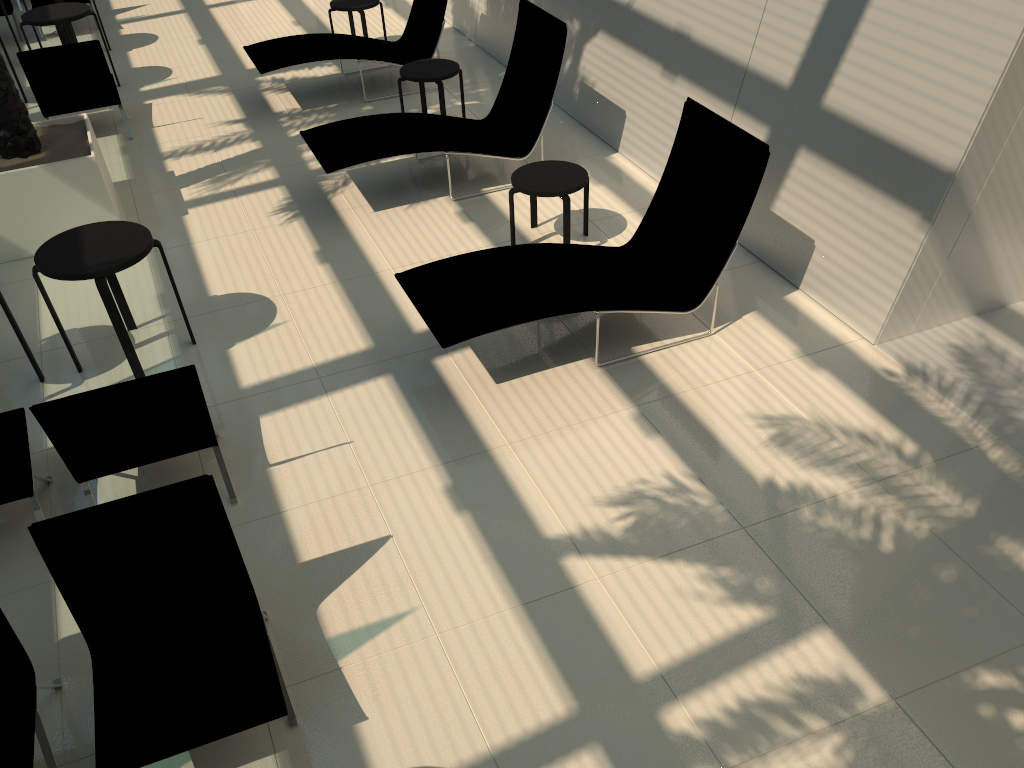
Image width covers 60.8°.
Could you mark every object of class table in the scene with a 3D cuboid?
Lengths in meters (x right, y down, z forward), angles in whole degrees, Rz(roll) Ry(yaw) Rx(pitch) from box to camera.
[{"bbox_3d":[-3.384,-0.251,5.267,0.676,0.848,0.624,8,42,13],"label":"table"},{"bbox_3d":[0.281,-1.277,6.428,0.548,0.562,0.511,11,43,17],"label":"table"},{"bbox_3d":[-5.227,-4.271,10.199,0.673,0.848,0.627,12,43,17],"label":"table"},{"bbox_3d":[-6.121,-4.019,9.968,0.673,0.848,0.627,12,43,17],"label":"table"},{"bbox_3d":[-5.576,-3.258,9.019,0.676,0.848,0.624,8,42,13],"label":"table"},{"bbox_3d":[-0.745,-2.684,8.183,0.548,0.562,0.511,11,43,17],"label":"table"},{"bbox_3d":[-4.682,-3.510,9.250,0.676,0.848,0.624,8,42,13],"label":"table"},{"bbox_3d":[-1.740,-4.049,9.886,0.551,0.562,0.508,8,42,13],"label":"table"},{"bbox_3d":[-2.490,-0.503,5.499,0.676,0.848,0.624,8,42,13],"label":"table"}]

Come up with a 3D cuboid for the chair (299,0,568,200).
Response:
[{"bbox_3d":[-0.663,-2.237,7.090,2.010,1.257,0.854,-16,42,-14],"label":"chair"}]

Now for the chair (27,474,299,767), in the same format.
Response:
[{"bbox_3d":[-1.352,1.048,3.468,0.706,0.965,0.822,-17,42,-16],"label":"chair"}]

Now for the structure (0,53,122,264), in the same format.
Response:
[{"bbox_3d":[-3.882,-4.117,4.638,4.722,7.615,4.157,-21,44,-20],"label":"structure"}]

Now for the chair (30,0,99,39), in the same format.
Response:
[{"bbox_3d":[-5.712,-4.934,10.931,0.706,0.965,0.822,-17,42,-16],"label":"chair"}]

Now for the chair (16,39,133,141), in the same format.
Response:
[{"bbox_3d":[-4.196,-2.876,8.362,0.706,0.965,0.822,-17,42,-16],"label":"chair"}]

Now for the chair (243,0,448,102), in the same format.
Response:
[{"bbox_3d":[-1.657,-3.601,8.793,2.010,1.257,0.854,-16,42,-14],"label":"chair"}]

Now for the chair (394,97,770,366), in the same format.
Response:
[{"bbox_3d":[0.363,-0.830,5.335,2.010,1.257,0.854,-16,42,-14],"label":"chair"}]

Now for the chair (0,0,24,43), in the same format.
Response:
[{"bbox_3d":[-6.572,-4.692,10.708,0.706,0.965,0.822,-17,42,-16],"label":"chair"}]

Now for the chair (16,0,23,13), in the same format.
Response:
[{"bbox_3d":[-7.215,-5.596,11.835,0.706,0.965,0.822,-17,42,-16],"label":"chair"}]

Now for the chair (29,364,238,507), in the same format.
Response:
[{"bbox_3d":[-1.995,0.143,4.595,0.706,0.965,0.822,-17,42,-16],"label":"chair"}]

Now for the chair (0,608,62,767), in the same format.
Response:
[{"bbox_3d":[-2.212,1.290,3.245,0.706,0.965,0.822,-17,42,-16],"label":"chair"}]

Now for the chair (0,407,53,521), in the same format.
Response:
[{"bbox_3d":[-2.855,0.385,4.372,0.706,0.965,0.822,-17,42,-16],"label":"chair"}]

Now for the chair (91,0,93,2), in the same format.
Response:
[{"bbox_3d":[-6.355,-5.838,12.058,0.706,0.965,0.822,-17,42,-16],"label":"chair"}]
